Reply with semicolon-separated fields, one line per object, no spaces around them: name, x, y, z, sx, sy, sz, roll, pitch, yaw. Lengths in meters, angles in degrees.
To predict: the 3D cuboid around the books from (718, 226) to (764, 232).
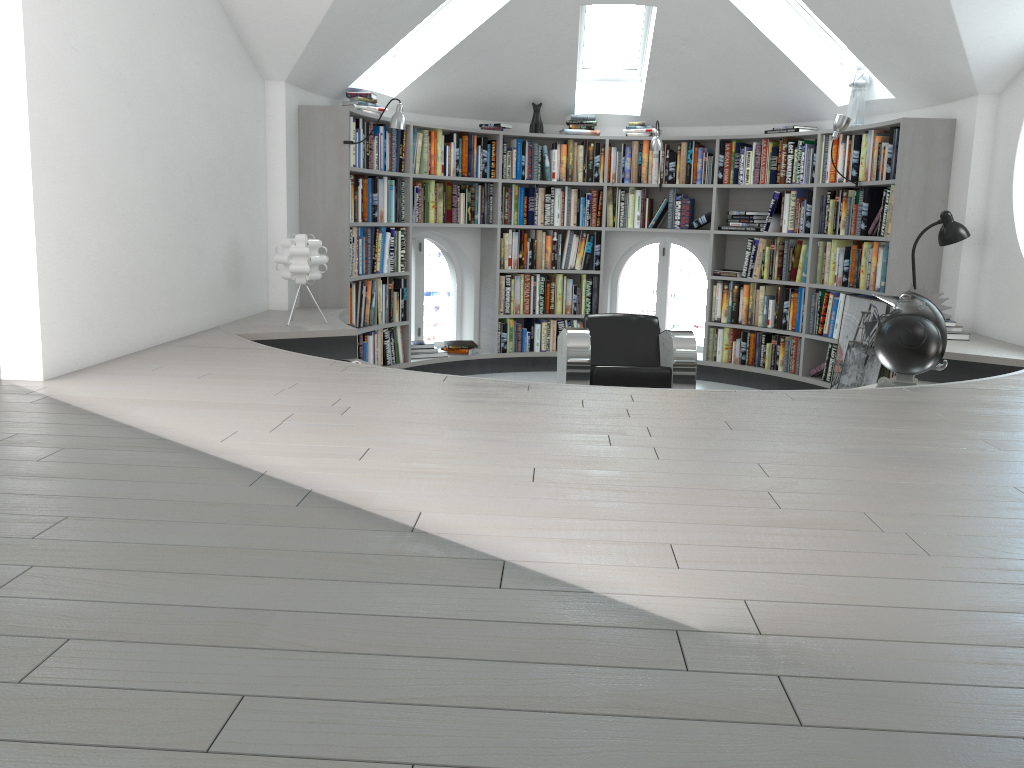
books;1.990;-1.299;7.422;0.389;0.042;0.366;11;14;42

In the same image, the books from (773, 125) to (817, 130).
books;2.252;-2.030;7.063;0.233;0.027;0.248;-3;12;-24

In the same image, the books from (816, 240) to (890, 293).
books;2.576;-0.857;6.413;0.275;0.346;1.025;-1;11;-12

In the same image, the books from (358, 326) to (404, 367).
books;-1.134;-0.271;6.767;0.283;0.318;0.922;5;11;21

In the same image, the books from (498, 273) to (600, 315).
books;0.319;-0.806;7.883;1.031;0.356;0.294;-1;10;-12

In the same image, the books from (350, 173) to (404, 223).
books;-1.123;-1.369;6.561;0.303;0.346;1.092;5;11;18

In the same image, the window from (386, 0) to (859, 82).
window;0.801;-2.809;6.757;4.055;0.710;1.942;2;11;3

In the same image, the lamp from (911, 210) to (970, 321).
lamp;2.601;-0.725;5.405;0.323;0.657;0.234;5;10;18

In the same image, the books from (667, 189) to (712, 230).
books;1.557;-1.495;7.608;0.399;0.339;0.225;6;10;23

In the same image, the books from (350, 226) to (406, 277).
books;-1.102;-0.991;6.583;0.261;0.357;1.024;5;11;20

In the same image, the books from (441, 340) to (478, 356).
books;-0.448;-0.314;7.667;0.318;0.099;0.293;2;11;4

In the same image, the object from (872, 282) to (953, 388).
object;1.988;-0.227;4.439;0.320;0.560;0.322;-3;10;-24

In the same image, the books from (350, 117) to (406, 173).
books;-1.107;-1.746;6.479;0.300;0.359;1.037;5;11;19

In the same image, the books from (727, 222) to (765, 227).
books;1.991;-1.331;7.417;0.286;0.031;0.270;10;13;37

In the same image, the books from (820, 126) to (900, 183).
books;2.587;-1.616;6.308;0.292;0.360;1.019;-1;11;-15

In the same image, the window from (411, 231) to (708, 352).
window;0.276;-0.829;7.967;3.231;1.145;0.620;-1;10;-11

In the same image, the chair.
chair;0.733;-0.082;5.894;0.823;0.716;0.745;1;10;-2

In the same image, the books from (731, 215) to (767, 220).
books;1.992;-1.392;7.407;0.214;0.036;0.227;-6;13;-36

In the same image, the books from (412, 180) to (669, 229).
books;0.159;-1.522;7.578;2.529;0.369;0.593;-2;11;-16

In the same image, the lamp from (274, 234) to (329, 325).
lamp;-1.239;-0.618;5.224;0.305;0.522;0.307;0;10;-8

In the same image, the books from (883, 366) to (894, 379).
books;2.487;0.073;5.478;0.272;0.297;1.152;5;11;17

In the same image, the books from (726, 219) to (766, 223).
books;1.992;-1.362;7.412;0.269;0.031;0.287;-6;13;-36

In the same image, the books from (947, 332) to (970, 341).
books;2.555;-0.321;5.478;0.365;0.042;0.390;2;11;3

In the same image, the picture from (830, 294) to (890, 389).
picture;2.425;-0.179;6.224;0.090;0.859;0.581;0;10;-7

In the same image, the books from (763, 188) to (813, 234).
books;2.293;-1.373;7.044;0.256;0.349;0.555;-7;13;-40

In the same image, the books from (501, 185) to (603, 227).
books;0.318;-1.566;7.799;1.028;0.357;0.302;-1;10;-11

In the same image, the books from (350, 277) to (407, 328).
books;-1.193;-0.402;6.420;0.391;0.692;1.648;4;11;13

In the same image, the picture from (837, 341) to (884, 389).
picture;2.367;0.010;6.075;0.107;0.553;0.492;0;10;-7

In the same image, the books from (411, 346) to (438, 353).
books;-0.791;-0.302;7.512;0.269;0.031;0.287;-2;11;-20

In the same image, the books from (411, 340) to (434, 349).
books;-0.790;-0.333;7.507;0.213;0.036;0.227;-2;11;-20

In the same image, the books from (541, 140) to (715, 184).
books;1.005;-1.920;7.682;1.566;0.365;0.395;3;10;8

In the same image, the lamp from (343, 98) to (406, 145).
lamp;-0.926;-1.776;6.004;0.414;0.310;0.117;1;9;0

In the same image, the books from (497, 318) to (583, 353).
books;0.293;-0.447;7.932;1.019;0.305;0.289;-1;10;-12

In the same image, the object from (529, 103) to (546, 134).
object;0.225;-2.274;7.612;0.147;0.264;0.203;1;10;0

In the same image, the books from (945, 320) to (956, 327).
books;2.557;-0.389;5.467;0.269;0.031;0.287;4;11;13

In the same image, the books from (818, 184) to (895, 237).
books;2.578;-1.236;6.357;0.279;0.356;1.057;0;11;-11

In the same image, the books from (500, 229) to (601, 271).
books;0.316;-1.185;7.818;0.997;0.350;0.299;-1;10;-13

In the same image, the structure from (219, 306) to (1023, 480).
structure;0.658;-0.059;5.794;4.718;0.690;4.724;-8;14;-41

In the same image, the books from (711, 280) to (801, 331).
books;2.065;-0.664;7.352;0.874;0.349;0.272;12;14;44

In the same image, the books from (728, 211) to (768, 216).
books;1.993;-1.423;7.402;0.269;0.031;0.287;-2;11;-17

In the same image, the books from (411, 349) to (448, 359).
books;-0.792;-0.269;7.517;0.366;0.042;0.389;-5;12;-30

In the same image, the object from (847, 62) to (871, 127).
object;2.518;-2.102;6.462;0.179;0.470;0.180;3;9;12

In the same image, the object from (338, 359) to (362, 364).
object;-0.895;-0.079;4.663;0.218;0.082;0.475;-6;13;-34

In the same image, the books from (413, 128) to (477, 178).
books;-0.632;-1.879;7.232;0.794;0.371;0.270;-8;14;-43

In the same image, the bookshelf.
bookshelf;0.754;-1.068;7.033;4.333;1.872;2.119;2;10;3

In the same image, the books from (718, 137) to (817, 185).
books;2.110;-1.793;7.160;0.306;0.366;0.972;-8;14;-43

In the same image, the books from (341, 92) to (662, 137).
books;-0.077;-2.176;7.281;2.816;0.173;0.751;-4;12;-26

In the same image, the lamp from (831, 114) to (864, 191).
lamp;2.379;-1.625;6.235;0.275;0.523;0.113;0;9;-6

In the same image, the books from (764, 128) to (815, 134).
books;2.251;-2.002;7.067;0.317;0.036;0.337;-6;13;-34

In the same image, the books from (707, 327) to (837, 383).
books;2.208;-0.256;7.171;0.360;0.310;1.502;-5;13;-34

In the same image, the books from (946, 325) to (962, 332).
books;2.556;-0.357;5.472;0.286;0.034;0.306;0;11;-7

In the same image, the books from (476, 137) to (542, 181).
books;-0.068;-1.925;7.614;0.682;0.344;0.266;-2;10;-20

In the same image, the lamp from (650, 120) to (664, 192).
lamp;1.208;-1.897;7.402;0.113;0.564;0.359;3;10;10

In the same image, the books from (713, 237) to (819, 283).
books;2.127;-1.025;7.224;0.252;0.350;0.976;-8;14;-44

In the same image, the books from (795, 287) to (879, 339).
books;2.536;-0.495;6.535;0.304;0.357;1.189;-1;11;-16
